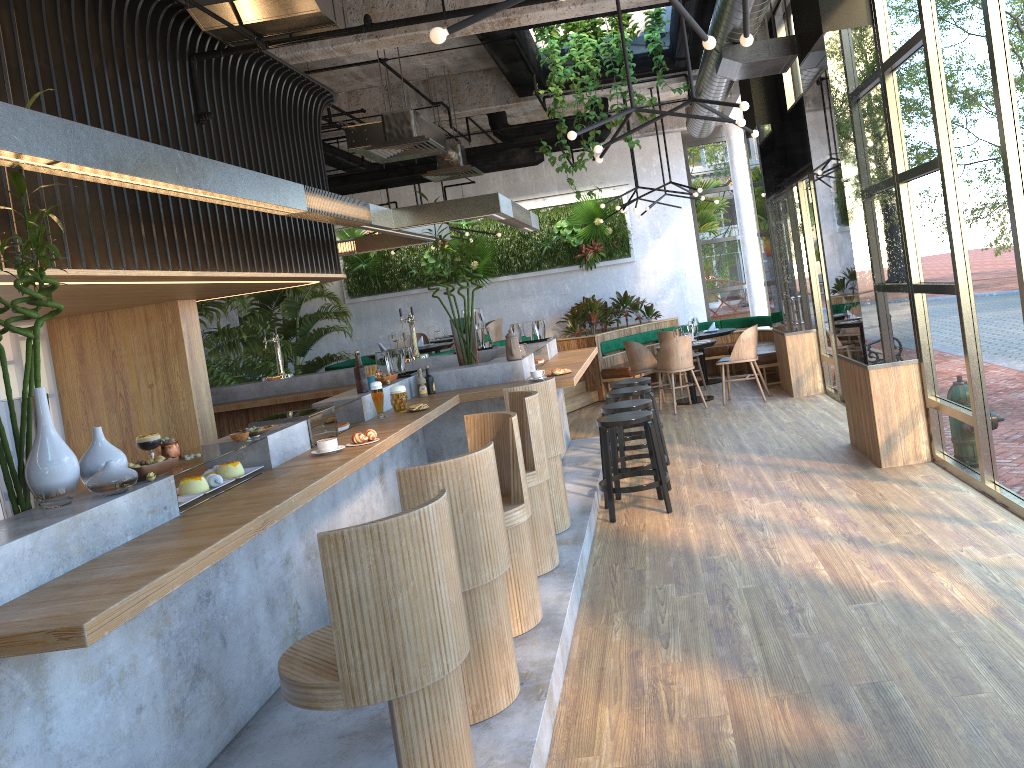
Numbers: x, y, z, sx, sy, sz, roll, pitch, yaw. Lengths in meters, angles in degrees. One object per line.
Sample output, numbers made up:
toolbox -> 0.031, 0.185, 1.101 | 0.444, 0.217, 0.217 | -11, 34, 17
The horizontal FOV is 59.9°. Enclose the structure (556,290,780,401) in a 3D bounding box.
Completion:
structure -> -0.271, 0.483, 4.733 | 5.973, 1.543, 20.396 | -8, 5, 9

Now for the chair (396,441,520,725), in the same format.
chair -> -0.275, 0.747, 3.453 | 0.566, 0.966, 0.530 | -9, 3, -18

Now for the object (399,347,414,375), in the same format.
object -> -0.815, -0.178, 6.872 | 0.111, 0.208, 0.100 | -10, 3, -38

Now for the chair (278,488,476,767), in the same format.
chair -> -0.398, 0.842, 2.645 | 0.533, 0.966, 0.564 | -8, 3, 17

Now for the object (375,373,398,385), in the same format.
object -> -0.909, -0.030, 6.164 | 0.187, 0.072, 0.235 | -6, 6, 27

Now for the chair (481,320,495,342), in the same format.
chair -> -0.444, -0.446, 13.050 | 0.572, 0.920, 0.486 | -9, 3, -14

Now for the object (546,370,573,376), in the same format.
object -> 0.354, -0.078, 6.636 | 0.196, 0.013, 0.217 | -3, 7, 42

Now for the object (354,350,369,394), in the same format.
object -> -0.983, -0.080, 5.738 | 0.071, 0.275, 0.079 | -7, 3, 43

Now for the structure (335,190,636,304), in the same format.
structure -> -0.489, -2.294, 14.641 | 5.027, 1.488, 0.818 | -8, 3, 2

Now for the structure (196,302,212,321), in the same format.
structure -> -4.116, -0.359, 9.909 | 1.340, 2.967, 1.539 | -8, 3, 15

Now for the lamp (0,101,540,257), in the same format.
lamp -> -2.513, -1.896, 5.521 | 4.975, 2.125, 6.780 | -8, 5, 2

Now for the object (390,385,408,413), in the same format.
object -> -0.720, 0.095, 5.639 | 0.111, 0.171, 0.138 | -8, 3, 1

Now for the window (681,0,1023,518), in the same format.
window -> 0.465, -2.113, 4.599 | 4.100, 6.469, 20.649 | -8, 5, 9

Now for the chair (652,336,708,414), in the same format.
chair -> 2.051, -0.138, 11.000 | 0.511, 0.920, 0.544 | -9, 3, -13

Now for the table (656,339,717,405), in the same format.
table -> 2.320, -0.151, 11.568 | 0.796, 0.743, 0.806 | -8, 4, 4

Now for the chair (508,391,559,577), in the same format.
chair -> -0.052, 0.565, 5.017 | 0.575, 0.966, 0.521 | -10, 3, -33

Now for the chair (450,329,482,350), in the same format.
chair -> -0.596, -0.299, 11.746 | 0.473, 0.920, 0.586 | -7, 3, 37

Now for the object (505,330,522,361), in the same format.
object -> 0.006, -0.296, 6.707 | 0.123, 0.233, 0.207 | -10, 4, -24

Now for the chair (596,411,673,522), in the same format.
chair -> 0.867, 0.577, 6.459 | 0.514, 0.694, 0.517 | -8, 3, 2

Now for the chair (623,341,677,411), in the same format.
chair -> 1.768, -0.145, 11.513 | 0.572, 0.920, 0.486 | -9, 3, -14

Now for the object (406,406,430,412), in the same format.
object -> -0.589, 0.161, 5.589 | 0.156, 0.013, 0.145 | -11, 6, -22

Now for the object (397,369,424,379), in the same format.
object -> -0.849, -0.067, 6.764 | 0.270, 0.018, 0.443 | -8, 5, 8

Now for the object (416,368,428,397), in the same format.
object -> -0.661, -0.011, 6.468 | 0.073, 0.209, 0.068 | -10, 2, -26

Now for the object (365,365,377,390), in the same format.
object -> -0.945, -0.044, 5.907 | 0.102, 0.161, 0.108 | -6, 4, 41

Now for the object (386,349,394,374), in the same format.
object -> -0.919, -0.165, 6.891 | 0.111, 0.208, 0.100 | -10, 3, -38

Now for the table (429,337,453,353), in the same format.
table -> -1.066, -0.275, 13.057 | 0.796, 0.743, 0.806 | -8, 4, 4

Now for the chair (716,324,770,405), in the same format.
chair -> 2.823, -0.246, 10.952 | 0.539, 0.920, 0.516 | -7, 3, 21

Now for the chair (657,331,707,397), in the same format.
chair -> 2.353, -0.325, 12.495 | 0.587, 0.920, 0.473 | -11, 3, -39

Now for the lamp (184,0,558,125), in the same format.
lamp -> -0.593, -1.967, 0.075 | 3.762, 1.525, 10.149 | -8, 5, 6

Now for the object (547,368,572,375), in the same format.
object -> 0.348, -0.097, 6.643 | 0.162, 0.052, 0.155 | -12, 6, -39

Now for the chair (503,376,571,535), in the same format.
chair -> 0.077, 0.473, 5.785 | 0.576, 0.966, 0.520 | -10, 3, -36

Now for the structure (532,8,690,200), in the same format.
structure -> 0.669, -3.176, 9.585 | 1.528, 2.338, 3.143 | -6, 5, 43

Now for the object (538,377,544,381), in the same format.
object -> 0.215, -0.033, 6.308 | 0.030, 0.027, 0.132 | -9, 5, -13

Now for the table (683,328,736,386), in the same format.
table -> 2.833, -0.381, 13.217 | 1.147, 0.748, 1.058 | -10, 5, -24

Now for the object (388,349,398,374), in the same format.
object -> -0.889, -0.157, 6.768 | 0.100, 0.208, 0.111 | -6, 3, 41

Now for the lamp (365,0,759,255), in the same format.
lamp -> -0.906, -2.176, 4.430 | 5.037, 1.816, 19.169 | -8, 5, 9

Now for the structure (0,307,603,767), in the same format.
structure -> -2.503, 0.618, 5.767 | 5.795, 1.724, 7.224 | -8, 5, 7

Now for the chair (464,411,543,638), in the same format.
chair -> -0.178, 0.661, 4.203 | 0.523, 0.966, 0.573 | -7, 3, 30

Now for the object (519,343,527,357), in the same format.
object -> 0.064, -0.266, 6.907 | 0.097, 0.119, 0.089 | -8, 3, 15

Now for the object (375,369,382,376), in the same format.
object -> -0.939, -0.063, 6.375 | 0.162, 0.106, 0.086 | -12, 4, -38

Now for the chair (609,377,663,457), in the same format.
chair -> 1.209, 0.311, 8.723 | 0.498, 0.694, 0.533 | -7, 3, 20

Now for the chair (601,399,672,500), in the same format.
chair -> 0.965, 0.501, 7.106 | 0.519, 0.694, 0.512 | -9, 3, -3

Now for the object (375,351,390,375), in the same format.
object -> -0.960, -0.135, 6.643 | 0.111, 0.208, 0.100 | -10, 3, -38

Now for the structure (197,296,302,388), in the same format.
structure -> -3.692, -0.596, 10.314 | 2.037, 3.122, 2.988 | -8, 4, 19

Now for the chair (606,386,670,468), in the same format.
chair -> 1.102, 0.395, 8.012 | 0.521, 0.694, 0.511 | -9, 3, -5

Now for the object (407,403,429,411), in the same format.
object -> -0.593, 0.147, 5.587 | 0.092, 0.041, 0.149 | -4, 7, 40

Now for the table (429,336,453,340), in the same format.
table -> -0.892, -0.410, 14.207 | 0.796, 0.743, 0.806 | -8, 4, 4

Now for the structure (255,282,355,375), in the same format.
structure -> -3.313, -0.913, 14.052 | 1.893, 3.245, 1.633 | -8, 2, 5

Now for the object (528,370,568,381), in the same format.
object -> 0.288, -0.085, 6.503 | 0.173, 0.072, 0.439 | -4, 7, 42

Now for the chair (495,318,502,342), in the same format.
chair -> -0.356, -0.569, 14.200 | 0.552, 0.920, 0.504 | -8, 3, 6

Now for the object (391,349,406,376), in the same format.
object -> -0.846, -0.152, 6.644 | 0.111, 0.208, 0.100 | -10, 3, -38

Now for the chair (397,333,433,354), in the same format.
chair -> -1.271, -0.218, 11.929 | 0.511, 0.920, 0.544 | -9, 3, -13

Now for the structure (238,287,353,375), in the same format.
structure -> -3.560, -0.945, 13.668 | 1.408, 3.349, 2.094 | -8, 3, 22

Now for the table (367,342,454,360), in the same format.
table -> -1.220, -0.076, 11.237 | 1.118, 0.748, 1.086 | -9, 4, -8

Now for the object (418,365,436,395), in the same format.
object -> -0.642, -0.024, 6.540 | 0.067, 0.214, 0.171 | -7, 3, 33
